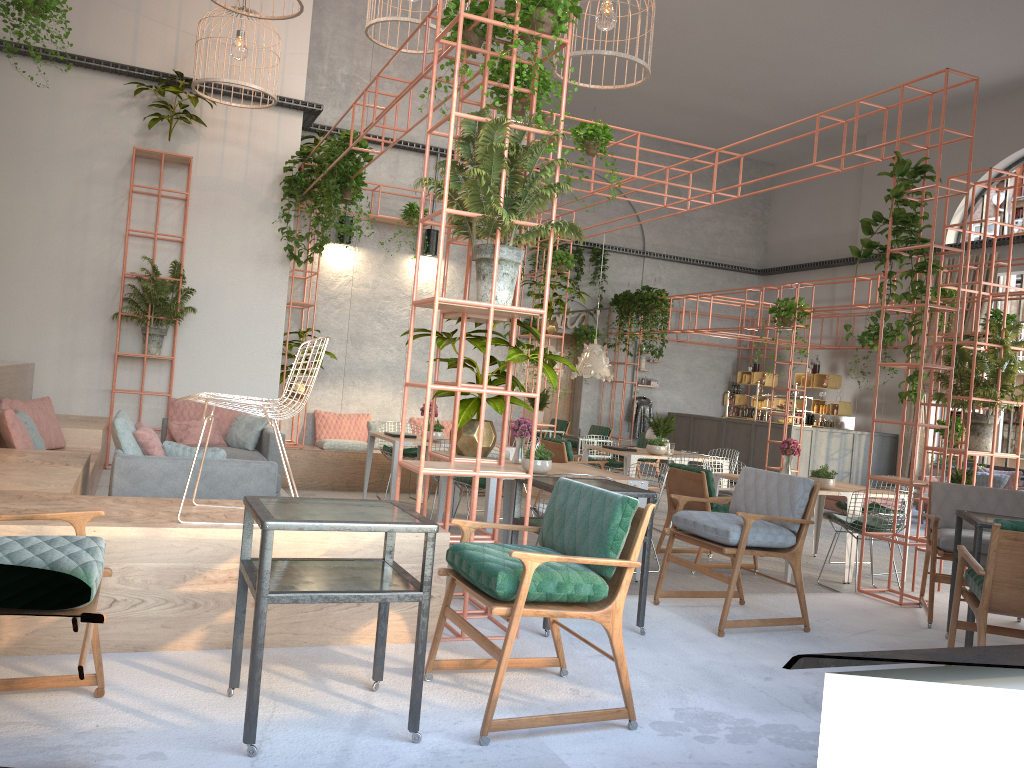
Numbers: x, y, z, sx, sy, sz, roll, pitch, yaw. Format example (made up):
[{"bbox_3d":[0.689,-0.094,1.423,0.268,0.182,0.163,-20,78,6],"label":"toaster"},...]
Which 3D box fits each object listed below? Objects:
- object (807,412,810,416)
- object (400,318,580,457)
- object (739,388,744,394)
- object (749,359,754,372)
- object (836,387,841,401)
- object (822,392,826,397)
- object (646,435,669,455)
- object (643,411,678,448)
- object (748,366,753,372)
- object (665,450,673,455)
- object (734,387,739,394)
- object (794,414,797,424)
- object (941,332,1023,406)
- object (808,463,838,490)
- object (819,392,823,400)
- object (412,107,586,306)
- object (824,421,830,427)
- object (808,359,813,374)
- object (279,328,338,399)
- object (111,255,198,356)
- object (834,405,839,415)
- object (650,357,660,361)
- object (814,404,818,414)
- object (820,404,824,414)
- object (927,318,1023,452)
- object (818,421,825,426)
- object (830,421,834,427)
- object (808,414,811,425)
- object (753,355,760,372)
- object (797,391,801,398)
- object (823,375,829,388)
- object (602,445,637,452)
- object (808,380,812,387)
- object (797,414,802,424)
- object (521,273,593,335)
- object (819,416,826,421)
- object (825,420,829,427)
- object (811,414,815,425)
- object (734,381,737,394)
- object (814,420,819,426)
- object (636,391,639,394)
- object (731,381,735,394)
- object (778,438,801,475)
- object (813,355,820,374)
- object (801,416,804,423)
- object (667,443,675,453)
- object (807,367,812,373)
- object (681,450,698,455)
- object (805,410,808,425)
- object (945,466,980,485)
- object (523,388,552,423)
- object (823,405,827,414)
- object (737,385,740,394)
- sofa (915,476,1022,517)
[{"bbox_3d":[6.131,0.715,18.354,0.072,0.248,0.094,5,0,-23],"label":"object"},{"bbox_3d":[-0.131,-0.030,5.182,0.934,0.923,0.903,5,0,34],"label":"object"},{"bbox_3d":[5.257,0.167,20.378,0.115,0.147,0.115,5,0,22],"label":"object"},{"bbox_3d":[5.453,-0.419,20.105,0.134,0.301,0.134,5,0,-34],"label":"object"},{"bbox_3d":[6.452,0.204,17.506,0.075,0.273,0.075,5,0,-34],"label":"object"},{"bbox_3d":[6.232,0.242,17.700,0.083,0.159,0.083,5,0,22],"label":"object"},{"bbox_3d":[1.743,0.730,10.663,0.248,0.247,0.254,5,0,-23],"label":"object"},{"bbox_3d":[1.865,0.599,11.093,0.438,0.527,0.368,5,0,-23],"label":"object"},{"bbox_3d":[5.343,-0.339,19.888,0.088,0.123,0.088,5,0,34],"label":"object"},{"bbox_3d":[1.920,0.834,10.910,0.115,0.078,0.115,5,0,-17],"label":"object"},{"bbox_3d":[5.137,0.156,20.327,0.115,0.147,0.115,5,0,22],"label":"object"},{"bbox_3d":[5.887,0.709,18.368,0.073,0.219,0.105,5,0,-16],"label":"object"},{"bbox_3d":[5.822,-0.194,10.997,0.923,0.946,0.924,5,0,33],"label":"object"},{"bbox_3d":[2.827,0.846,8.102,0.247,0.247,0.252,5,0,-23],"label":"object"},{"bbox_3d":[6.197,0.239,17.784,0.083,0.159,0.083,5,0,22],"label":"object"},{"bbox_3d":[-0.052,-0.963,4.740,0.894,1.101,0.900,5,0,31],"label":"object"},{"bbox_3d":[6.288,0.799,17.735,0.115,0.107,0.115,5,0,-17],"label":"object"},{"bbox_3d":[6.191,-0.357,18.334,0.134,0.301,0.134,5,0,-34],"label":"object"},{"bbox_3d":[-2.706,-0.273,11.238,0.934,0.919,0.903,5,0,39],"label":"object"},{"bbox_3d":[-4.041,-0.878,10.076,0.894,1.097,0.900,5,0,6],"label":"object"},{"bbox_3d":[6.373,0.512,17.335,0.131,0.207,0.131,5,0,22],"label":"object"},{"bbox_3d":[3.196,-0.575,19.859,0.263,0.101,0.013,5,0,-23],"label":"object"},{"bbox_3d":[6.117,0.499,17.837,0.069,0.191,0.069,5,0,-11],"label":"object"},{"bbox_3d":[6.180,0.504,17.686,0.069,0.191,0.069,5,0,13],"label":"object"},{"bbox_3d":[3.957,0.011,7.433,0.894,1.100,0.900,5,0,6],"label":"object"},{"bbox_3d":[6.174,0.789,17.687,0.115,0.107,0.115,5,0,34],"label":"object"},{"bbox_3d":[6.389,0.796,17.696,0.073,0.131,0.073,5,0,-30],"label":"object"},{"bbox_3d":[6.088,0.694,18.142,0.065,0.280,0.065,5,0,21],"label":"object"},{"bbox_3d":[5.497,-0.457,19.915,0.134,0.386,0.134,5,0,11],"label":"object"},{"bbox_3d":[5.995,0.228,18.606,0.115,0.147,0.115,5,0,-14],"label":"object"},{"bbox_3d":[6.314,-0.044,17.771,0.137,0.261,0.137,5,0,13],"label":"object"},{"bbox_3d":[1.338,0.803,11.055,0.268,0.031,0.427,5,0,-23],"label":"object"},{"bbox_3d":[6.106,-0.002,18.097,0.123,0.142,0.141,5,0,-23],"label":"object"},{"bbox_3d":[5.935,0.698,18.271,0.072,0.248,0.094,5,0,-23],"label":"object"},{"bbox_3d":[0.614,-1.157,12.560,0.934,0.947,0.903,5,0,29],"label":"object"},{"bbox_3d":[6.219,0.688,17.770,0.115,0.107,0.115,5,0,34],"label":"object"},{"bbox_3d":[6.259,0.784,17.636,0.073,0.131,0.073,5,0,-30],"label":"object"},{"bbox_3d":[6.162,0.697,18.176,0.074,0.287,0.072,5,0,9],"label":"object"},{"bbox_3d":[5.159,0.086,20.450,0.066,0.291,0.066,5,0,-16],"label":"object"},{"bbox_3d":[6.124,0.785,17.806,0.115,0.107,0.115,5,0,-26],"label":"object"},{"bbox_3d":[2.787,0.195,19.764,0.093,0.121,0.049,5,0,-20],"label":"object"},{"bbox_3d":[5.088,0.080,20.420,0.066,0.291,0.066,5,0,37],"label":"object"},{"bbox_3d":[2.779,0.746,8.899,0.213,0.414,0.225,5,0,-30],"label":"object"},{"bbox_3d":[6.235,-0.395,18.143,0.134,0.386,0.134,5,0,-34],"label":"object"},{"bbox_3d":[5.969,0.701,18.176,0.082,0.246,0.082,5,0,10],"label":"object"},{"bbox_3d":[2.035,0.816,11.361,0.095,0.119,0.095,5,0,2],"label":"object"},{"bbox_3d":[6.081,-0.277,18.117,0.088,0.123,0.088,5,0,34],"label":"object"},{"bbox_3d":[2.272,0.877,11.338,0.218,0.041,0.218,5,0,-14],"label":"object"},{"bbox_3d":[6.008,0.682,18.102,0.066,0.291,0.066,5,0,-38],"label":"object"},{"bbox_3d":[5.594,1.258,11.050,0.438,0.527,0.368,5,0,-23],"label":"object"},{"bbox_3d":[0.359,0.294,12.594,0.438,0.527,0.368,5,0,-23],"label":"object"},{"bbox_3d":[6.215,0.507,17.603,0.069,0.191,0.069,5,0,-6],"label":"object"},{"bbox_3d":[5.235,0.093,20.479,0.066,0.291,0.066,5,0,17],"label":"object"},{"bbox_3d":[7.004,1.833,13.341,1.960,0.672,2.219,5,0,-22],"label":"sofa"}]
